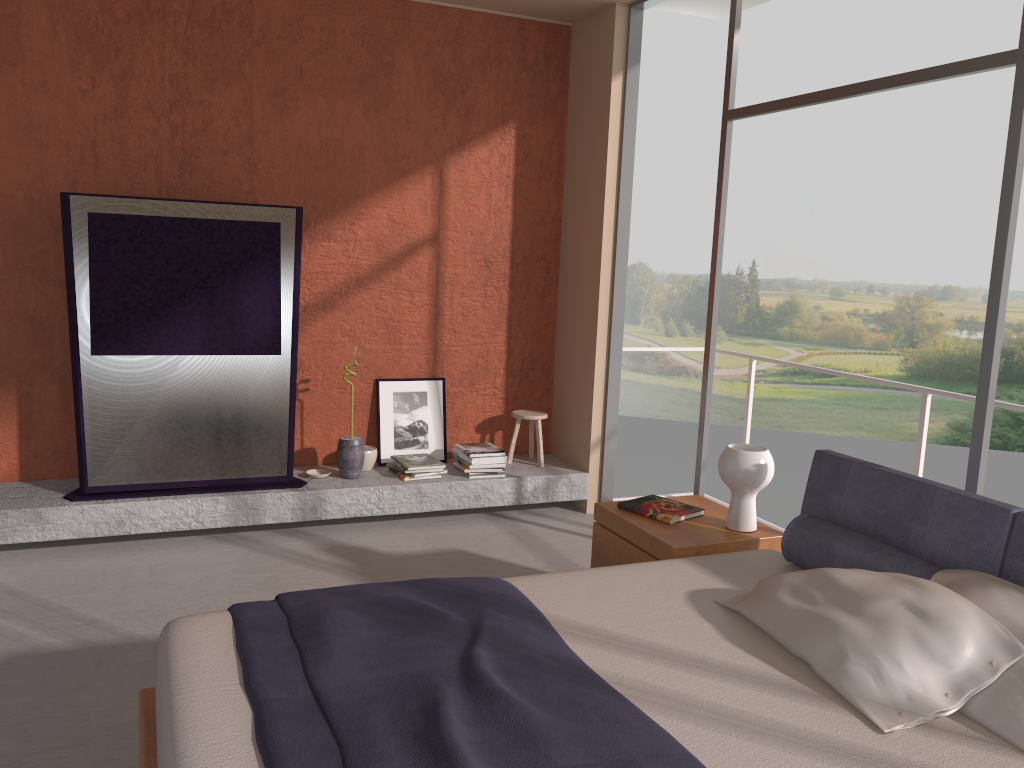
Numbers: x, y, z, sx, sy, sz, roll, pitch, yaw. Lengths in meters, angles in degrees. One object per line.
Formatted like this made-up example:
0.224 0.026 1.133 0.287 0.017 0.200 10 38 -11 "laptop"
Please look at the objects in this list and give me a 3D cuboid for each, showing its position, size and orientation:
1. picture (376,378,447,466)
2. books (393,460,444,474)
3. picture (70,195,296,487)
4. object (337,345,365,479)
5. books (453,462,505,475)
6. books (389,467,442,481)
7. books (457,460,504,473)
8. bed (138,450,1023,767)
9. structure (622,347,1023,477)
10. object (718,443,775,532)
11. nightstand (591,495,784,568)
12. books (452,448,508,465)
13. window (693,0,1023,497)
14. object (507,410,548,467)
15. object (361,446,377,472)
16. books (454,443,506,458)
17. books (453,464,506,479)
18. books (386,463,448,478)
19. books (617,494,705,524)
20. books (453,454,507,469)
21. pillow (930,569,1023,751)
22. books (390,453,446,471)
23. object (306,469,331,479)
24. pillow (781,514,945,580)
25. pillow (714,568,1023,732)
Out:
-0.645 0.241 5.733 0.458 0.550 0.117 -1 9 -23 "picture"
-0.579 0.502 5.482 0.247 0.025 0.287 -1 9 -21 "books"
-1.738 -0.221 4.783 1.129 1.496 0.126 -1 9 -23 "picture"
-0.957 0.164 5.285 0.165 0.810 0.165 3 8 0 "object"
-0.211 0.529 5.630 0.247 0.018 0.287 -1 9 -24 "books"
-0.599 0.546 5.488 0.247 0.025 0.287 -2 9 -27 "books"
-0.203 0.512 5.603 0.247 0.025 0.287 1 8 -13 "books"
0.390 0.866 2.232 2.462 0.959 2.017 -1 9 -23 "bed"
2.501 0.828 2.426 0.728 1.005 7.689 -1 9 -23 "structure"
0.953 0.426 3.638 0.224 0.338 0.224 1 8 -12 "object"
0.735 0.845 3.814 0.562 0.556 0.628 -1 9 -23 "nightstand"
-0.205 0.450 5.613 0.247 0.038 0.319 -1 9 -26 "books"
2.252 -0.109 1.950 0.075 3.133 6.106 -1 9 -23 "window"
0.122 0.362 5.893 0.260 0.349 0.257 8 10 35 "object"
-0.932 0.469 5.533 0.179 0.137 0.180 1 8 -11 "object"
-0.206 0.418 5.613 0.247 0.025 0.287 -1 9 -24 "books"
-0.209 0.548 5.627 0.247 0.018 0.328 -1 9 -22 "books"
-0.589 0.522 5.498 0.247 0.018 0.328 -4 11 -38 "books"
0.646 0.542 3.849 0.247 0.025 0.287 -5 11 -42 "books"
-0.206 0.482 5.617 0.247 0.027 0.328 -1 9 -22 "books"
1.274 0.710 2.273 0.400 0.265 0.791 -1 9 -20 "pillow"
-0.581 0.481 5.483 0.247 0.018 0.328 -2 9 -26 "books"
-1.161 0.547 5.321 0.152 0.040 0.152 4 8 11 "object"
1.351 0.675 2.602 0.205 0.201 1.470 -1 9 -23 "pillow"
0.963 0.669 2.527 0.431 0.264 0.869 0 9 -16 "pillow"
